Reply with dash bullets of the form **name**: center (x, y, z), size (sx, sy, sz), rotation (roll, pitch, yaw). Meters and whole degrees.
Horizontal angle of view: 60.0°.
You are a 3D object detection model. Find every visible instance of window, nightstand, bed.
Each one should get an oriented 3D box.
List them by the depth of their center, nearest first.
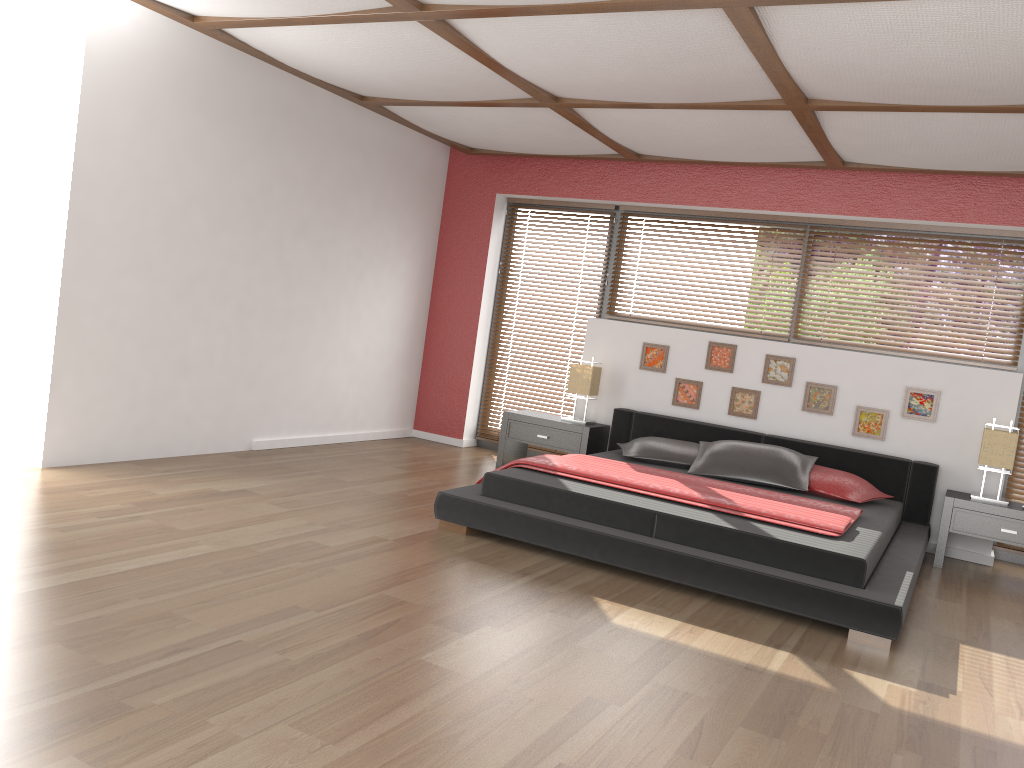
- **bed**: center (1.026, 0.591, 5.083), size (2.469, 0.577, 2.413), rotation (10, 4, 27)
- **nightstand**: center (2.907, 0.921, 5.226), size (0.700, 0.423, 0.413), rotation (10, 4, 27)
- **window**: center (3.704, 0.111, 5.489), size (0.889, 1.893, 0.020), rotation (10, 4, 27)
- **window**: center (2.073, -0.725, 6.346), size (2.817, 0.786, 0.020), rotation (10, 4, 27)
- **nightstand**: center (0.302, 0.464, 6.591), size (0.700, 0.423, 0.413), rotation (10, 4, 27)
- **window**: center (0.289, -0.489, 7.279), size (0.889, 1.893, 0.020), rotation (10, 4, 27)

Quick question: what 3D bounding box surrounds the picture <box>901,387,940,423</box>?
- **picture**: center (2.609, 0.131, 5.662), size (0.200, 0.200, 0.010), rotation (10, 4, 27)

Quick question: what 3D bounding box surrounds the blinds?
- **blinds**: center (1.959, -0.154, 6.326), size (4.840, 1.952, 0.032), rotation (10, 4, 27)

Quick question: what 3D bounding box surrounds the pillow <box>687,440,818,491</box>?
- **pillow**: center (1.485, 0.484, 5.497), size (0.744, 0.241, 0.386), rotation (10, 4, 23)

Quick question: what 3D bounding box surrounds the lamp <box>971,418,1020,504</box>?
- **lamp**: center (2.885, 0.447, 5.284), size (0.200, 0.480, 0.200), rotation (10, 4, 27)

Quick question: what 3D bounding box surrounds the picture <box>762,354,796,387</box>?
- **picture**: center (1.826, -0.092, 6.073), size (0.200, 0.200, 0.010), rotation (10, 4, 27)

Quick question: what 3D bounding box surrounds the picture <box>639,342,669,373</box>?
- **picture**: center (1.040, -0.193, 6.485), size (0.200, 0.200, 0.010), rotation (10, 4, 27)

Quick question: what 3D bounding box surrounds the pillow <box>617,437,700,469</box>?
- **pillow**: center (1.069, 0.457, 5.812), size (0.745, 0.172, 0.418), rotation (8, 4, 3)

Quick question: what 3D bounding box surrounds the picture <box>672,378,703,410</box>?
- **picture**: center (1.259, 0.069, 6.369), size (0.200, 0.200, 0.010), rotation (10, 4, 27)

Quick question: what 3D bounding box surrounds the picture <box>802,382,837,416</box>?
- **picture**: center (2.062, 0.097, 5.948), size (0.200, 0.200, 0.010), rotation (10, 4, 27)

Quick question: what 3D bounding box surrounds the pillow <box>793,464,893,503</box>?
- **pillow**: center (1.892, 0.597, 5.441), size (0.418, 0.172, 0.745), rotation (4, 5, -43)

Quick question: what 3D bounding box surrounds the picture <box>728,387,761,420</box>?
- **picture**: center (1.618, 0.133, 6.181), size (0.200, 0.200, 0.010), rotation (10, 4, 27)

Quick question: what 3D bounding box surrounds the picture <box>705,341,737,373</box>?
- **picture**: center (1.473, -0.190, 6.258), size (0.200, 0.200, 0.010), rotation (10, 4, 27)

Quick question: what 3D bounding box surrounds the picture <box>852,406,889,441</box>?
- **picture**: center (2.344, 0.256, 5.800), size (0.200, 0.200, 0.010), rotation (10, 4, 27)

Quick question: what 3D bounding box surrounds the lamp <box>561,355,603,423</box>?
- **lamp**: center (0.524, 0.032, 6.523), size (0.200, 0.480, 0.200), rotation (10, 4, 27)
